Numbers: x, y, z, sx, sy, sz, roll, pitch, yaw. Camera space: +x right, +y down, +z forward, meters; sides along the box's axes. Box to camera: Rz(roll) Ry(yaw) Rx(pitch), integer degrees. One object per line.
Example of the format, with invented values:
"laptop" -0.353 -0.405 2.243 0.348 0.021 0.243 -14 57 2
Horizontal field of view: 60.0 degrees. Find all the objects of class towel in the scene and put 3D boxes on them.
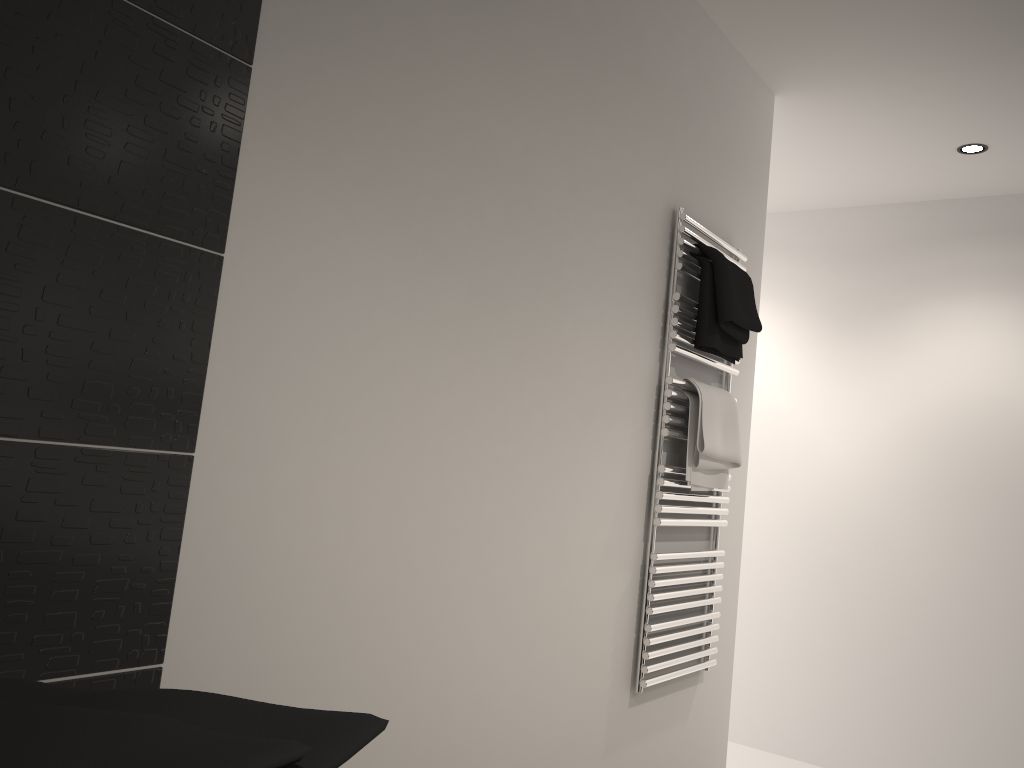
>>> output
"towel" 0.564 0.152 2.519 0.098 0.310 0.302 1 -8 37
"towel" -0.268 0.180 0.274 0.388 0.132 0.404 4 -6 22
"towel" 0.619 -0.224 2.567 0.141 0.310 0.299 2 -7 32

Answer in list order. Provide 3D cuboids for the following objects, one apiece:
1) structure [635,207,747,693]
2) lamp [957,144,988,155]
"structure" 0.528 0.185 2.535 0.039 1.297 0.470 1 -8 35
"lamp" 1.754 -0.895 3.376 0.105 0.004 0.105 10 -7 -39
